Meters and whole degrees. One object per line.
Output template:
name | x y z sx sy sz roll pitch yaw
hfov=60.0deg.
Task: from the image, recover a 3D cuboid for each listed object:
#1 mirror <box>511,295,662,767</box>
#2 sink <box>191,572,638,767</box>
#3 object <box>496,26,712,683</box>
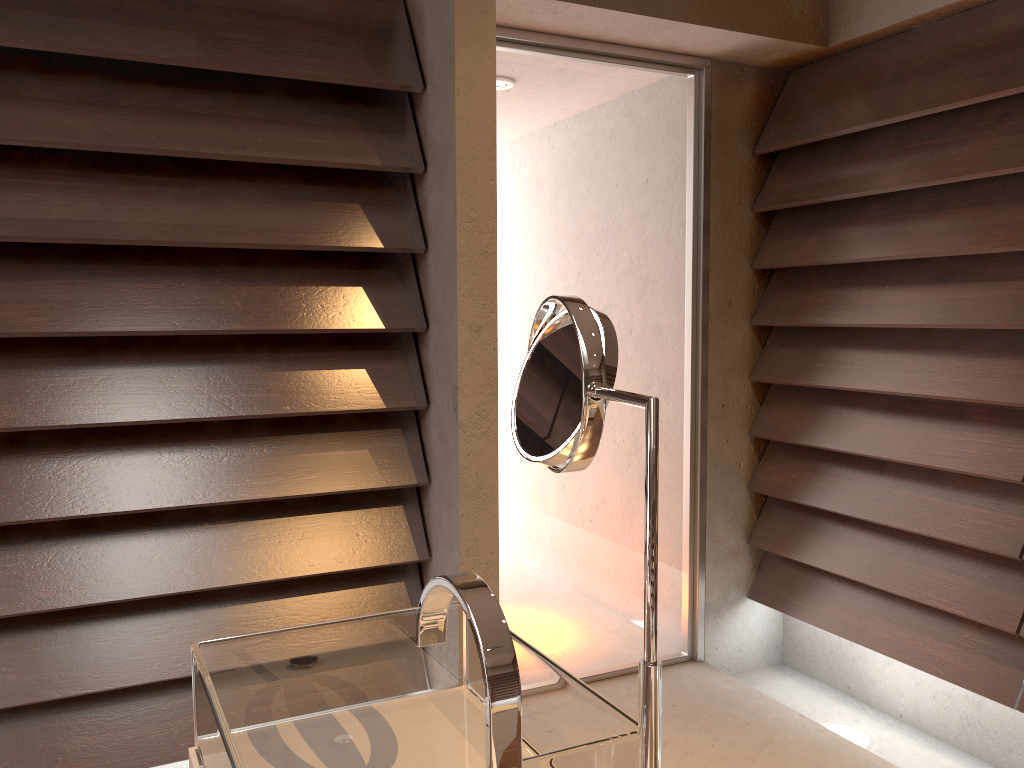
mirror | 0.079 0.207 0.878 0.074 0.589 0.316 -2 5 -24
sink | -0.103 0.325 0.858 0.340 0.357 0.486 -2 5 -26
object | 0.179 -0.037 2.761 1.007 2.000 0.090 -2 5 -26
